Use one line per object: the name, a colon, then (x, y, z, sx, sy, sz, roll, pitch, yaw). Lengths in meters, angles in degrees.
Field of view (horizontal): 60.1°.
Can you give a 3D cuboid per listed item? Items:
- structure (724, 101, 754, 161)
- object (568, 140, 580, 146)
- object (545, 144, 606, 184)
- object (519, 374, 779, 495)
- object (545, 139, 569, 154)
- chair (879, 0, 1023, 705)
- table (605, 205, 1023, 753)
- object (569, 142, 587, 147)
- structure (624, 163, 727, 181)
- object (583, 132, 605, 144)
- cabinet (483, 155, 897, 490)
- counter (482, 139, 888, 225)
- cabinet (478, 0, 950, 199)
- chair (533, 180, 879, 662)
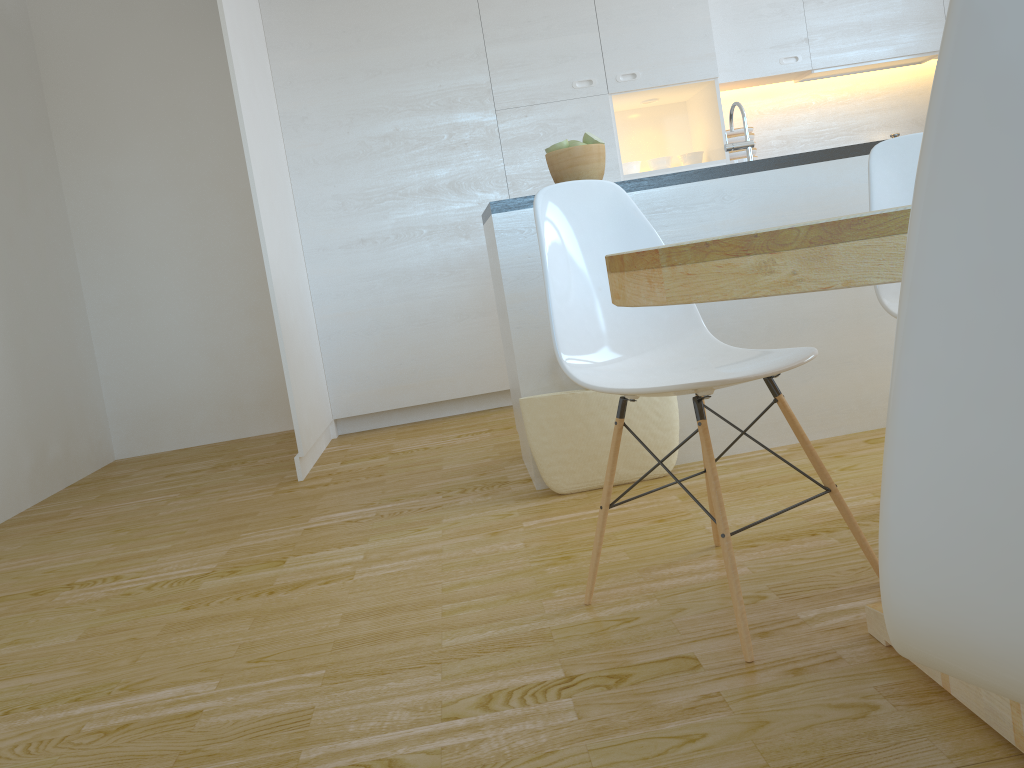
structure: (0.746, -0.848, 3.011, 0.097, 0.214, 0.163, -10, 5, -3)
object: (0.222, -0.796, 3.061, 0.102, 0.098, 0.087, -7, 6, 17)
object: (0.225, -0.727, 3.018, 0.207, 0.141, 0.204, -15, 8, -42)
object: (0.494, 0.099, 2.389, 0.473, 0.499, 1.190, -12, 7, -25)
object: (0.153, -0.792, 3.002, 0.084, 0.065, 0.086, -8, 6, 8)
chair: (0.451, 0.146, 0.487, 0.428, 0.897, 0.527, -7, 5, 26)
table: (1.259, 0.005, 1.234, 2.192, 0.722, 1.199, -10, 6, -5)
object: (0.231, -0.772, 2.981, 0.098, 0.085, 0.081, -14, 7, -39)
structure: (0.919, -0.843, 4.726, 0.561, 0.593, 0.049, -10, 4, -4)
object: (0.277, -0.828, 3.014, 0.074, 0.071, 0.078, -7, 6, 21)
cabinet: (1.165, -0.336, 3.247, 2.402, 0.906, 0.603, -10, 5, -4)
counter: (1.089, -0.801, 3.216, 2.402, 0.040, 0.604, -10, 7, -4)
cabinet: (1.519, -1.426, 4.967, 3.203, 2.291, 0.483, -10, 4, -4)
chair: (0.358, -0.012, 1.811, 0.432, 0.897, 0.522, -12, 6, -33)
